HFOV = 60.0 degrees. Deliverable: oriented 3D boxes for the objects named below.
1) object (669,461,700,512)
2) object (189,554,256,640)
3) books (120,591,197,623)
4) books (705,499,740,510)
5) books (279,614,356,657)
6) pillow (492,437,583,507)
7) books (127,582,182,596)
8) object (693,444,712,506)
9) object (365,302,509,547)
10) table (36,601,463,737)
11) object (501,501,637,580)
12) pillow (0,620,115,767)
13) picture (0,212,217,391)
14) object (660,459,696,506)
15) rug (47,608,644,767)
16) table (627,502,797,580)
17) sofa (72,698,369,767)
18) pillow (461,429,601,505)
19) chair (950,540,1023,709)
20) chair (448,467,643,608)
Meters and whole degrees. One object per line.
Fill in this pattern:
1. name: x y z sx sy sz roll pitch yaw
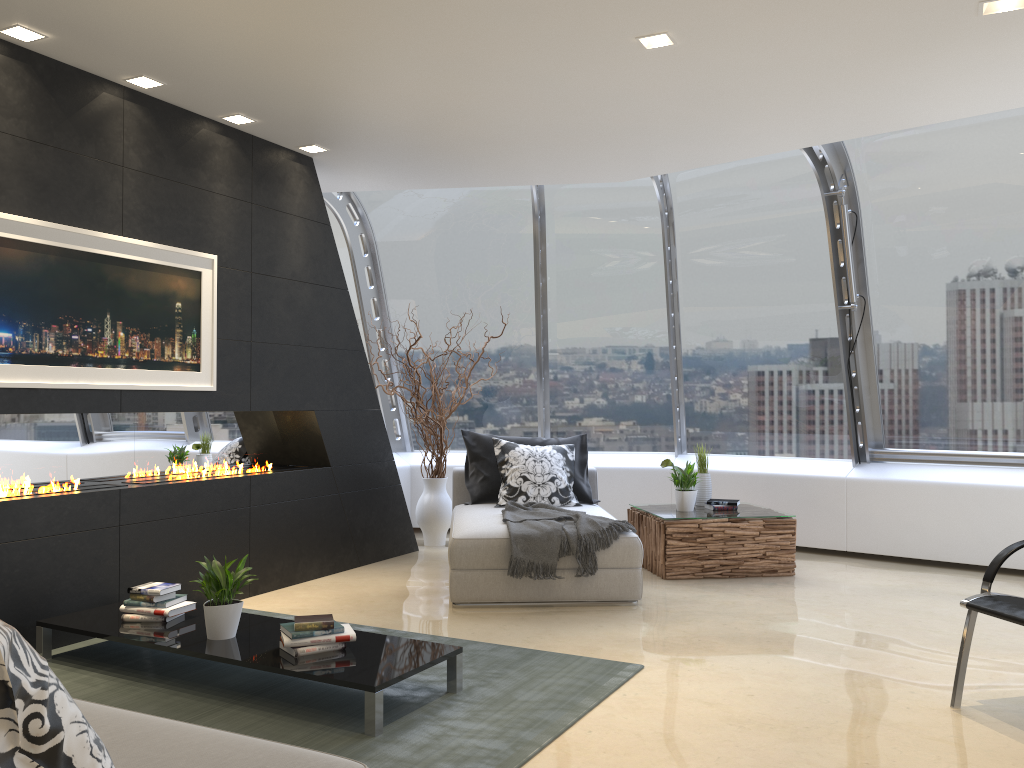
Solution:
1. object: 1.266 0.747 6.509 0.215 0.369 0.284 1 -1 -30
2. object: -1.263 0.921 3.875 0.284 0.369 0.215 0 -1 5
3. books: -1.678 1.048 4.205 0.307 0.126 0.223 0 -1 15
4. books: 1.562 0.899 6.594 0.265 0.063 0.246 0 -1 14
5. books: -0.808 1.036 3.691 0.307 0.126 0.223 1 -1 -26
6. pillow: 0.183 0.667 6.617 0.683 0.528 0.431 0 -1 -9
7. books: -1.695 0.972 4.207 0.185 0.027 0.154 0 -1 17
8. object: 1.466 0.681 6.839 0.153 0.511 0.150 0 -1 -5
9. object: -0.892 0.345 7.605 1.370 2.059 1.508 -1 -1 28
10. table: -1.215 1.197 3.925 1.982 0.187 0.594 -1 -1 29
11. object: 0.349 0.962 5.648 0.825 0.359 1.024 0 -1 -5
12. pillow: -0.967 0.581 1.563 0.607 0.483 0.368 -1 -1 26
13. picture: -2.223 -0.380 4.343 0.025 0.804 2.068 -1 -1 26
14. object: 1.256 0.749 6.727 0.297 0.370 0.152 0 -1 -19
15. rug: -1.188 1.287 3.766 2.923 0.012 2.194 -1 -1 27
16. table: 1.449 1.146 6.557 1.007 0.436 0.923 0 -1 -8
17. sofa: -1.737 0.860 1.967 2.625 0.798 1.334 -1 -1 26
18. pillow: 0.137 0.656 6.917 1.070 0.597 0.510 0 -1 -3
19. chair: 2.282 0.815 3.337 0.943 0.972 0.752 0 -1 -14
20. chair: 0.152 1.004 6.277 1.176 0.690 2.068 0 -1 -3
